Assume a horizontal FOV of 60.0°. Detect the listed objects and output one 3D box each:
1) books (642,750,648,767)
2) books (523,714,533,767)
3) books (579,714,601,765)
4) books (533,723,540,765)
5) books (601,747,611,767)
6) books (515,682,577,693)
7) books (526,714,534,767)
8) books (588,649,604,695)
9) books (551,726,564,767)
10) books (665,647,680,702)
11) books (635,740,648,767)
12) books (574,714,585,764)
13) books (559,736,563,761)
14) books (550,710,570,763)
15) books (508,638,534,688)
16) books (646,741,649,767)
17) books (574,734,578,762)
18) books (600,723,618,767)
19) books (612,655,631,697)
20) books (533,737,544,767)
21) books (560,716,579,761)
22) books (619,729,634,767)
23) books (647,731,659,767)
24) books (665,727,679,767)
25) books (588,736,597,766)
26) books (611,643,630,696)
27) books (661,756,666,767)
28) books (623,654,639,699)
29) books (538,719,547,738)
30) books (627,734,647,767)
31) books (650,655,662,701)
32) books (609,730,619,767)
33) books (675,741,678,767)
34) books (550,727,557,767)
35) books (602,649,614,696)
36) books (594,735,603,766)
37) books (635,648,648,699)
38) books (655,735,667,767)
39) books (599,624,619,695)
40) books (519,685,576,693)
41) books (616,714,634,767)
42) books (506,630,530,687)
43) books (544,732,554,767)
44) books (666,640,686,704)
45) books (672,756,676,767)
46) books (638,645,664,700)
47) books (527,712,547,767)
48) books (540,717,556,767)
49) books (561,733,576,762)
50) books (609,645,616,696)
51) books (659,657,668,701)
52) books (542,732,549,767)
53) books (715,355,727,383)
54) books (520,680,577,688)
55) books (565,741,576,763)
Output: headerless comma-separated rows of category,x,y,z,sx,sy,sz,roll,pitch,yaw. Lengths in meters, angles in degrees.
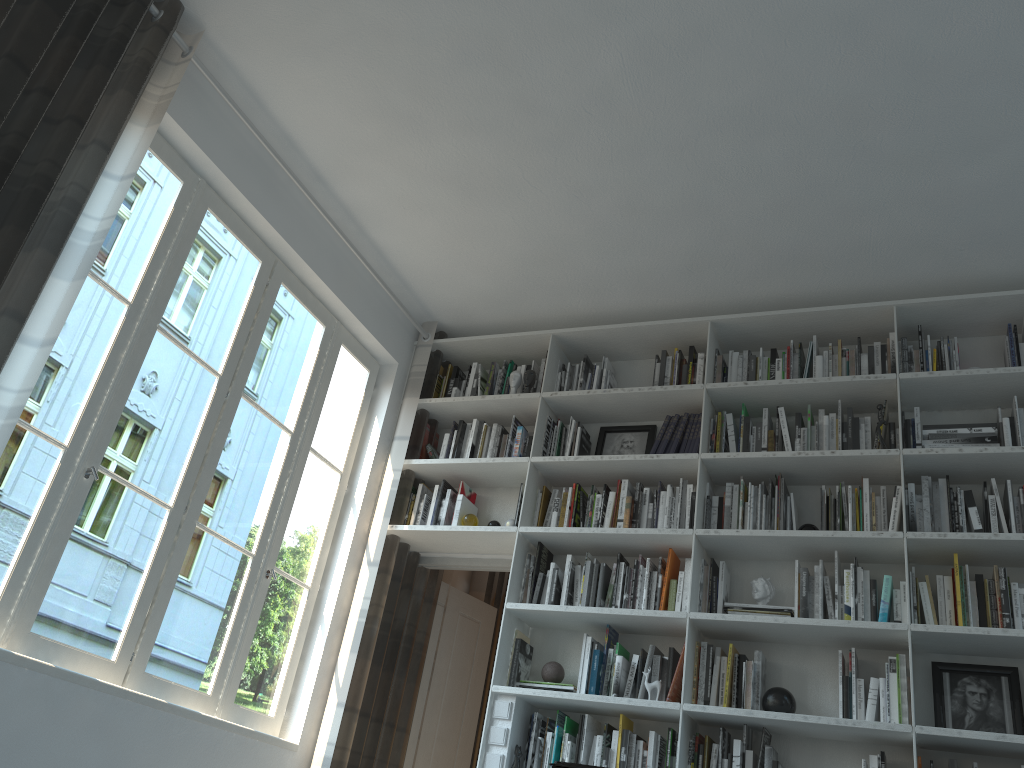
books,0.557,1.618,3.636,0.023,0.193,0.140,-3,-31,24
books,0.092,1.608,3.873,0.008,0.283,0.160,-3,-31,24
books,0.327,1.577,3.758,0.012,0.304,0.190,-3,-31,24
books,0.131,1.617,3.847,0.022,0.256,0.142,-3,-31,24
books,0.410,1.620,3.678,0.029,0.180,0.191,-3,-31,24
books,0.176,1.370,3.969,0.285,0.012,0.160,-6,-32,28
books,0.103,1.604,3.868,0.016,0.288,0.153,-3,-31,24
books,0.388,1.292,3.883,0.029,0.207,0.190,-3,-31,24
books,0.209,1.603,3.782,0.009,0.243,0.185,-3,-31,24
books,0.689,1.270,3.784,0.021,0.250,0.155,-3,-31,24
books,0.537,1.603,3.652,0.025,0.228,0.154,-3,-31,24
books,0.307,1.574,3.754,0.019,0.298,0.181,-3,-31,24
books,0.230,1.633,3.794,0.016,0.210,0.146,-3,-31,24
books,0.202,1.582,3.819,0.006,0.313,0.146,-3,-31,24
books,0.040,1.311,4.073,0.028,0.242,0.157,-3,-31,24
books,0.575,1.592,3.638,0.010,0.245,0.161,-3,-31,24
books,0.291,1.623,3.775,0.016,0.229,0.137,-3,-31,24
books,0.402,1.583,3.718,0.014,0.280,0.151,-3,-31,24
books,0.482,1.296,3.838,0.029,0.189,0.189,-3,-31,24
books,0.137,1.627,3.792,0.019,0.188,0.194,-3,-31,24
books,0.242,1.583,3.777,0.007,0.285,0.183,-3,-31,24
books,0.483,1.582,3.667,0.028,0.259,0.182,-3,-31,24
books,0.585,1.574,3.622,0.021,0.264,0.186,-3,-31,24
books,0.651,1.561,3.597,0.014,0.285,0.180,-3,-31,24
books,0.353,1.617,3.743,0.045,0.229,0.138,-3,-31,24
books,0.473,1.277,3.870,0.011,0.249,0.173,-3,-31,24
books,0.625,1.618,3.599,0.041,0.180,0.142,-3,-31,24
books,0.535,1.300,3.852,0.056,0.213,0.143,-3,-31,24
books,0.137,1.603,3.827,0.007,0.262,0.177,-3,-31,24
books,0.509,1.588,3.656,0.028,0.248,0.159,-3,-31,24
books,0.632,1.285,3.786,0.030,0.206,0.173,-3,-31,24
books,0.445,1.593,3.692,0.026,0.253,0.177,-3,-31,24
books,0.682,1.582,3.577,0.010,0.239,0.175,-3,-31,24
books,0.204,1.611,3.797,0.014,0.242,0.171,-3,-31,24
books,0.442,1.300,3.903,0.030,0.230,0.148,-3,-31,24
books,0.379,1.607,3.715,0.027,0.228,0.159,-3,-31,24
books,0.569,1.286,3.844,0.013,0.240,0.142,-3,-31,24
books,0.607,1.585,3.629,0.013,0.259,0.143,-3,-31,24
books,0.429,1.253,3.931,0.011,0.334,0.154,-3,-31,24
books,0.175,1.382,3.966,0.254,0.012,0.161,-2,-31,22
books,0.468,1.561,3.698,0.021,0.321,0.172,-3,-31,24
books,0.029,1.299,4.099,0.012,0.283,0.160,-3,-31,24
books,0.180,1.620,3.794,0.015,0.215,0.181,-3,-31,24
books,0.723,1.237,3.738,0.082,0.275,0.229,-3,-31,24
books,0.672,1.619,3.592,0.023,0.186,0.131,-3,-31,24
books,0.598,1.271,3.821,0.060,0.254,0.159,-3,-31,24
books,0.114,1.598,3.857,0.014,0.293,0.172,-3,-31,24
books,0.164,1.598,3.824,0.008,0.278,0.165,-3,-31,24
books,0.249,1.615,3.762,0.015,0.218,0.191,-3,-31,24
books,0.465,1.288,3.891,0.022,0.247,0.129,-3,-31,24
books,0.662,1.288,3.782,0.027,0.208,0.144,-3,-31,24
books,0.172,1.627,3.810,0.015,0.217,0.177,-3,-31,24
books,1.042,-0.004,4.408,0.029,0.236,0.157,-3,-31,24
books,0.181,1.363,3.980,0.254,0.012,0.161,-4,-32,25
books,0.260,1.625,3.745,0.016,0.188,0.184,-3,-31,24
